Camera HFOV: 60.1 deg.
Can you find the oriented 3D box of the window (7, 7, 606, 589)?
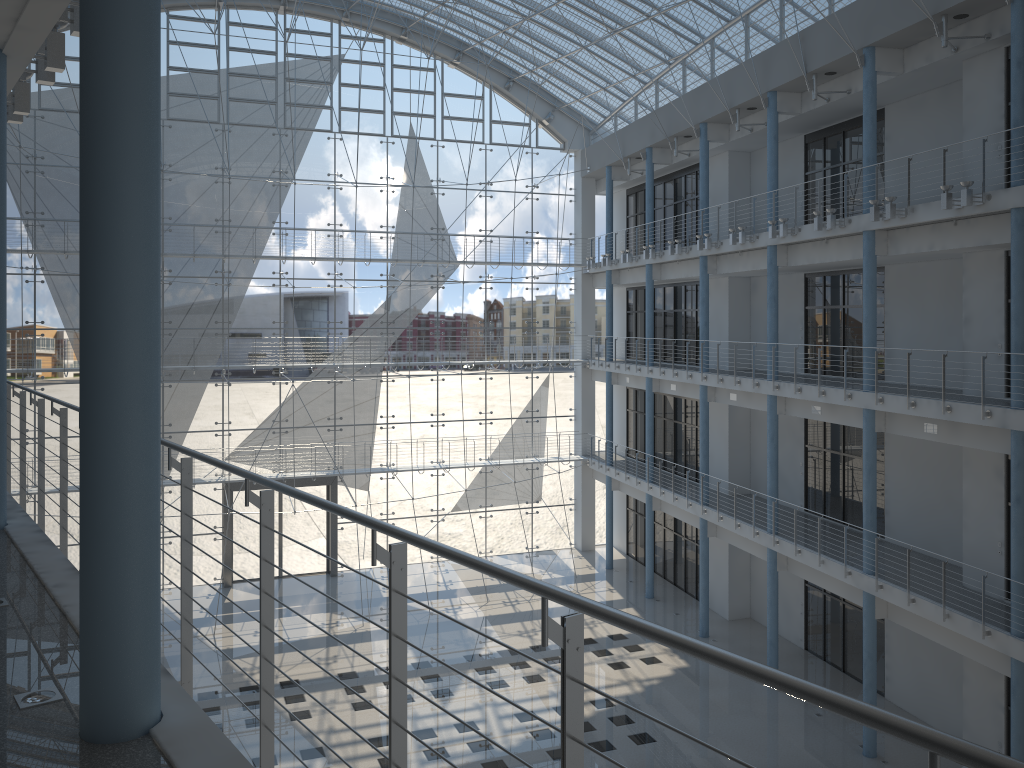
[{"bbox_3d":[-1.182,-0.438,4.301,3.849,2.772,0.010,-1,0,-21],"label":"window"}]
